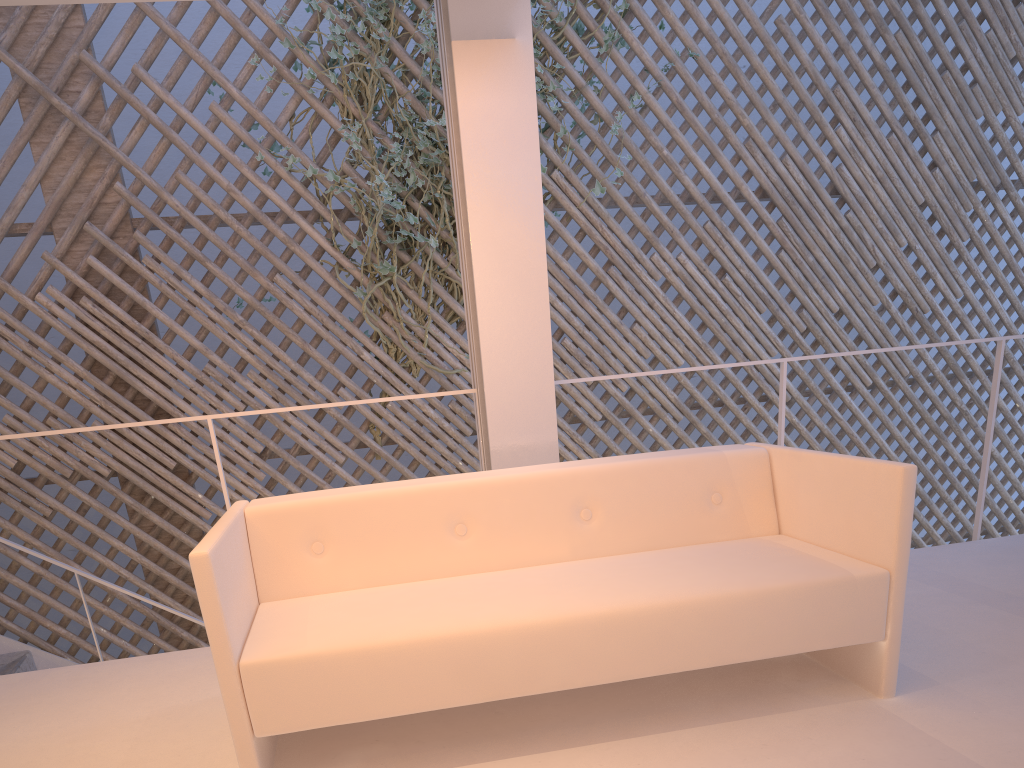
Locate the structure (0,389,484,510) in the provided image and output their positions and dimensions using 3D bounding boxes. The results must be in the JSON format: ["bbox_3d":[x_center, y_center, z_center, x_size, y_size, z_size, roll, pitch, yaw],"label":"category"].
[{"bbox_3d":[-0.882,0.384,1.772,1.695,0.622,0.025,-6,20,-8],"label":"structure"}]

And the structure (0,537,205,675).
[{"bbox_3d":[-1.088,1.119,2.707,1.941,2.151,1.076,-8,16,-15],"label":"structure"}]

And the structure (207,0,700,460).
[{"bbox_3d":[0.015,-1.169,2.935,2.330,2.983,0.667,-9,19,-16],"label":"structure"}]

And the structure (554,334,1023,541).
[{"bbox_3d":[0.929,0.205,2.040,1.693,0.622,0.025,-6,20,-8],"label":"structure"}]

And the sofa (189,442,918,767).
[{"bbox_3d":[0.054,0.349,1.364,0.980,0.407,0.460,-6,9,-9],"label":"sofa"}]
